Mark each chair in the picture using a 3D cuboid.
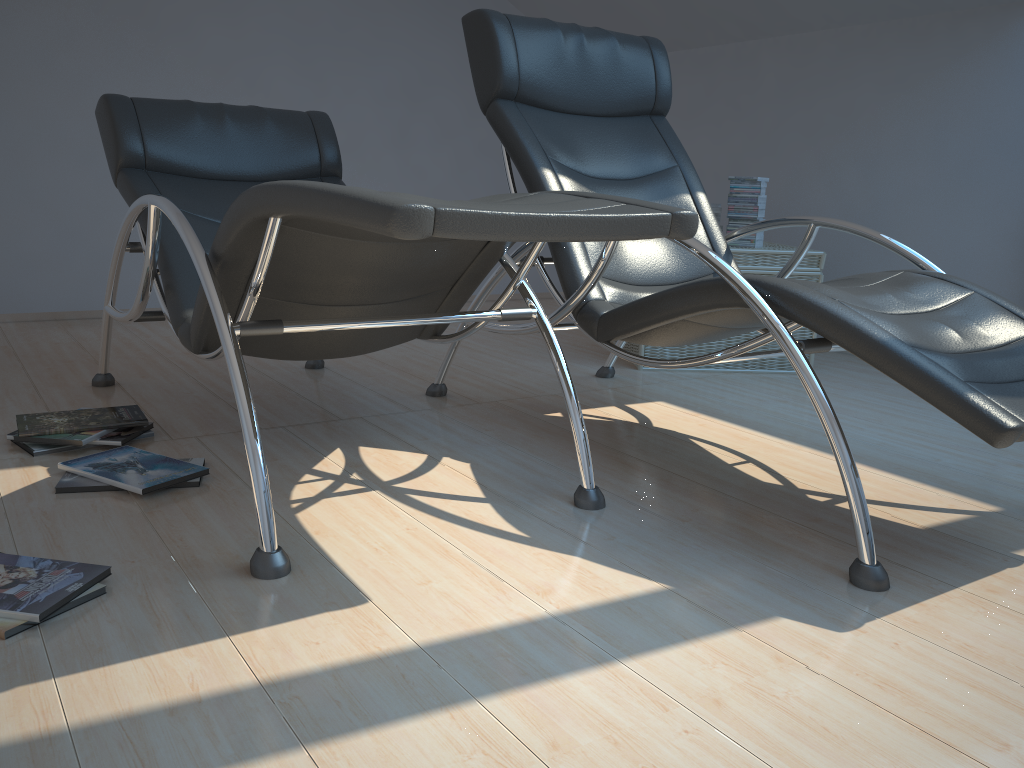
[{"bbox_3d":[0.592,-0.419,2.425,0.836,1.251,1.938,-6,15,-33],"label":"chair"},{"bbox_3d":[-0.507,-0.291,2.336,0.836,0.953,2.114,-6,15,-33],"label":"chair"}]

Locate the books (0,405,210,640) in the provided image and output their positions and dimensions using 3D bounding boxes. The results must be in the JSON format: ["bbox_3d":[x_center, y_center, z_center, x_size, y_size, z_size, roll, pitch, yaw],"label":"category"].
[{"bbox_3d":[0.722,0.375,1.254,4.790,0.222,1.045,8,14,23],"label":"books"}]

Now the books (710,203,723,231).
[{"bbox_3d":[0.834,-0.709,3.937,0.162,0.184,0.165,-7,15,-35],"label":"books"}]

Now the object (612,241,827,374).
[{"bbox_3d":[0.878,-0.376,3.994,0.745,0.518,0.744,1,13,-4],"label":"object"}]

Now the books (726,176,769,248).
[{"bbox_3d":[0.999,-0.731,3.794,0.149,0.300,0.149,9,14,26],"label":"books"}]
